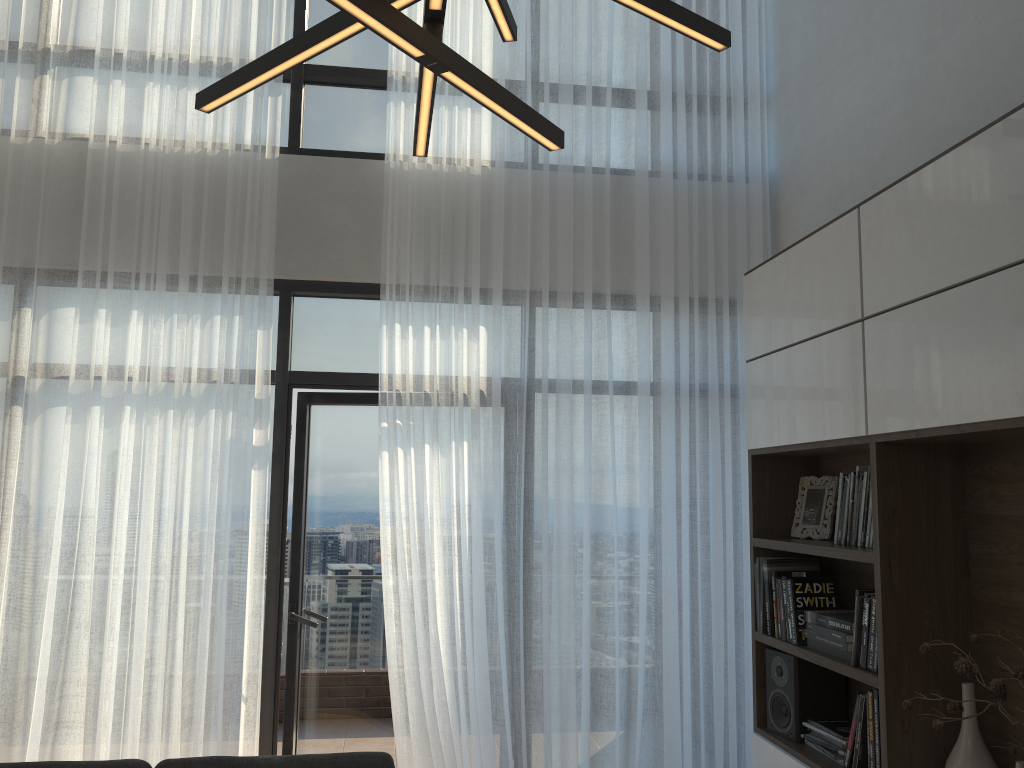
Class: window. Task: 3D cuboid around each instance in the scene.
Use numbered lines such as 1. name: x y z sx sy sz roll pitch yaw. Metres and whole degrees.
1. window: -1.104 0.745 4.161 4.808 2.501 0.119 2 -7 -8
2. window: -1.065 -2.331 4.545 4.808 2.500 0.119 2 -7 -8

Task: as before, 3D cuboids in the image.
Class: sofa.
1. sofa: -0.811 1.107 0.943 2.108 0.995 3.169 2 -7 -8

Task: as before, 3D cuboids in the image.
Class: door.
1. door: -0.533 1.024 4.317 1.118 1.976 0.206 0 -7 2

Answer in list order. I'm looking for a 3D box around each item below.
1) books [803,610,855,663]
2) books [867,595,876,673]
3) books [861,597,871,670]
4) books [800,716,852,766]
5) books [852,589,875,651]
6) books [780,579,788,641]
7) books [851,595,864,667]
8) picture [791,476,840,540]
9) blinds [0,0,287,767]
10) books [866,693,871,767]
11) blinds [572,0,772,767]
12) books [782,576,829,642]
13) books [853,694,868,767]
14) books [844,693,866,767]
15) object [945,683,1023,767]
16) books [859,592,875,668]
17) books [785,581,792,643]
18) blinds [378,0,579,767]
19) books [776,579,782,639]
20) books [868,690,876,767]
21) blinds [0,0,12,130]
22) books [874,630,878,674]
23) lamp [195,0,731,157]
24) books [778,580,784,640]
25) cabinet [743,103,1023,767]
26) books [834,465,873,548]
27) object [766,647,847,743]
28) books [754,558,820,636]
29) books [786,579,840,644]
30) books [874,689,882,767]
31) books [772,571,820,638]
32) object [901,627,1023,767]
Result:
1. books: 1.277 0.925 3.273 0.277 0.137 0.343 2 -7 -8
2. books: 1.282 0.827 2.937 0.191 0.249 0.084 2 -7 -8
3. books: 1.266 0.834 2.973 0.179 0.243 0.071 2 -7 -9
4. books: 1.241 1.348 3.347 0.204 0.099 0.325 2 -7 -8
5. books: 1.271 0.836 3.047 0.197 0.260 0.066 2 -7 -8
6. books: 1.168 0.909 3.574 0.169 0.242 0.050 2 -7 -8
7. books: 1.246 0.842 3.020 0.172 0.242 0.069 2 -7 -7
8. picture: 1.303 0.526 3.780 0.114 0.270 0.216 4 -8 -27
9. blinds: -1.737 -0.844 4.038 1.374 5.581 0.218 2 -7 -10
10. books: 1.313 1.210 3.024 0.213 0.301 0.028 2 -7 -8
11. blinds: 0.748 -0.769 4.384 1.163 5.581 0.218 2 -7 -10
12. books: 1.184 0.901 3.548 0.193 0.255 0.066 2 -7 -8
13. books: 1.302 1.221 3.088 0.210 0.289 0.100 2 -7 -9
14. books: 1.312 1.231 3.141 0.232 0.284 0.142 2 -7 -8
15. object: 1.417 1.109 2.610 0.313 0.397 0.313 -4 -9 34
16. books: 1.275 0.833 3.001 0.192 0.254 0.075 2 -7 -9
17. books: 1.180 0.902 3.517 0.177 0.242 0.066 2 -7 -8
18. blinds: -0.120 -0.807 4.182 0.858 5.579 0.589 5 -8 -31
19. books: 1.176 0.918 3.621 0.189 0.240 0.053 2 -7 -8
20. books: 1.323 1.198 2.995 0.237 0.314 0.034 2 -7 -8
21. blinds: -2.806 -0.879 3.864 1.223 5.581 0.218 2 -7 -10
22. books: 1.288 0.818 2.905 0.197 0.260 0.066 2 -7 -8
23. lamp: -0.070 -2.184 1.270 1.200 3.645 0.831 0 -7 2
24. books: 1.173 0.916 3.596 0.170 0.236 0.049 2 -7 -7
25. cabinet: 1.468 0.497 1.899 0.338 2.494 4.036 2 -7 -8
26. books: 1.342 0.445 3.241 0.185 0.299 0.367 2 -7 -8
27. object: 1.201 1.268 3.646 0.244 0.331 0.214 3 -7 -18
28. books: 1.168 0.895 3.747 0.259 0.321 0.128 2 -7 -8
29. books: 1.188 0.894 3.484 0.191 0.249 0.083 2 -7 -8
30. books: 1.331 1.188 2.964 0.237 0.326 0.026 2 -7 -8
31. books: 1.176 0.906 3.655 0.202 0.268 0.053 2 -7 -8
32. object: 1.368 0.986 2.441 0.542 0.598 0.317 -3 -8 28
